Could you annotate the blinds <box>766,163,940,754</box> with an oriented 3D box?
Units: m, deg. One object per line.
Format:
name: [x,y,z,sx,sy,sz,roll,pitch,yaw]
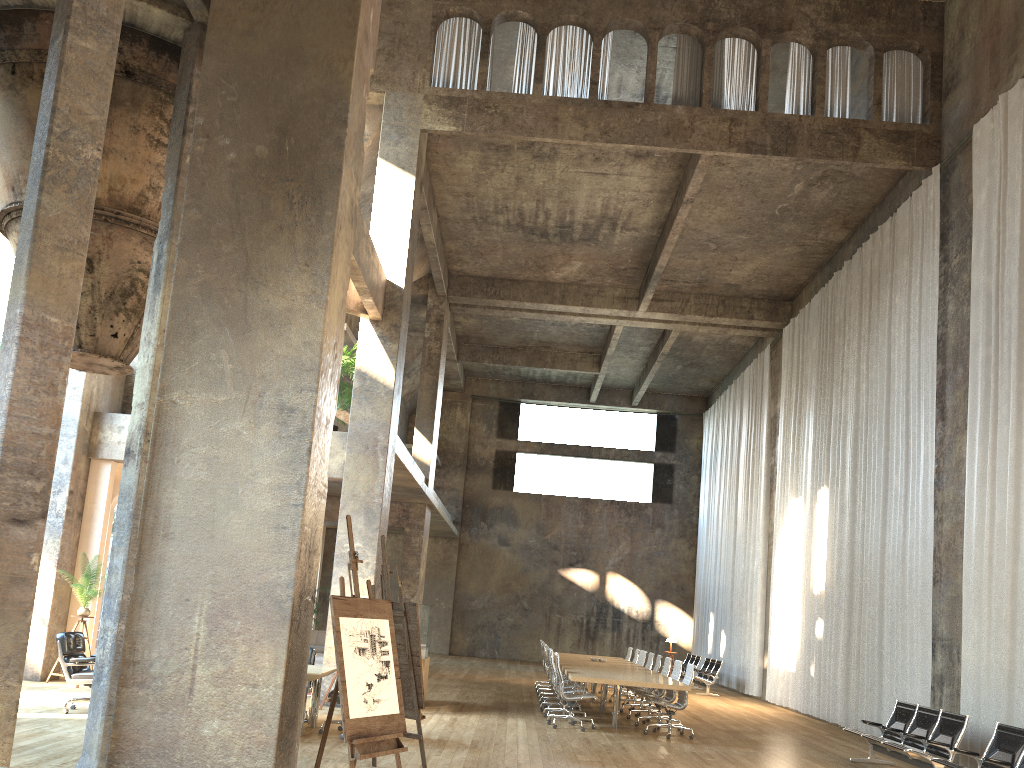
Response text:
blinds: [6.029,1.894,16.391,0.275,8.468,8.005,5,-11,2]

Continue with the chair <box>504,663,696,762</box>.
chair: [-0.597,4.245,12.510,12.947,1.010,32.241,4,-15,1]

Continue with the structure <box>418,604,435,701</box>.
structure: [-1.614,4.223,13.789,0.594,1.517,0.758,5,-9,1]

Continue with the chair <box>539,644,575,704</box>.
chair: [0.851,5.261,15.951,0.698,1.005,0.680,3,-10,9]

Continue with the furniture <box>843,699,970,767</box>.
furniture: [4.619,4.229,10.449,0.708,0.823,1.915,5,-13,1]

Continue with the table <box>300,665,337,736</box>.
table: [-3.305,3.531,10.062,2.409,0.686,1.130,5,-13,1]

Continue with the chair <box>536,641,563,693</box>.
chair: [0.853,5.734,17.754,0.698,1.005,0.680,4,-10,5]

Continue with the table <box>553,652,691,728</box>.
table: [1.571,5.327,15.467,1.600,0.742,7.895,5,-15,1]

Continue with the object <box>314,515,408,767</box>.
object: [-1.032,1.962,6.015,0.684,2.104,0.715,1,-9,27]

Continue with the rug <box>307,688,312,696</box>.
rug: [-4.063,4.906,14.232,2.461,0.009,1.378,5,-15,1]

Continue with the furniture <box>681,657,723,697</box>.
furniture: [4.604,7.146,21.591,0.708,0.823,1.915,5,-13,1]

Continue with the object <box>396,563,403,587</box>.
object: [-1.574,3.729,12.938,0.684,2.104,0.715,5,-8,0]

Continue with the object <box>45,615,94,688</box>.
object: [-6.127,3.779,12.437,0.666,0.953,0.576,12,-11,-34]

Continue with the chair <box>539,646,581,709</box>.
chair: [0.845,5.032,15.077,0.698,1.005,0.680,4,-10,7]

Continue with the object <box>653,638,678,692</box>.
object: [3.483,6.385,19.882,0.571,1.271,0.671,-1,-11,34]

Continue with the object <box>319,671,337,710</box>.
object: [-2.311,3.859,12.104,0.570,1.271,0.672,5,-9,1]

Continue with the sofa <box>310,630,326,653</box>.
sofa: [-4.620,6.355,21.310,2.067,0.707,1.096,5,-12,1]

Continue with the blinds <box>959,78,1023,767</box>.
blinds: [5.998,-0.356,7.812,0.275,8.468,8.005,5,-11,2]

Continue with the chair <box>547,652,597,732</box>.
chair: [0.874,4.344,12.443,0.698,1.005,0.680,4,-10,7]

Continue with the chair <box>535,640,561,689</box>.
chair: [0.858,5.981,18.695,0.698,1.005,0.680,4,-10,7]

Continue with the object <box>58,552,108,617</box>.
object: [-6.109,2.852,12.550,0.689,0.921,0.876,6,-11,-8]

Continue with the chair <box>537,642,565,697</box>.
chair: [0.851,5.495,16.843,0.698,1.005,0.680,4,-10,7]

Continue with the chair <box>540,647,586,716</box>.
chair: [0.836,4.789,14.151,0.699,1.005,0.679,5,-10,1]

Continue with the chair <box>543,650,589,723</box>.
chair: [0.841,4.566,13.301,0.698,1.005,0.680,3,-10,9]

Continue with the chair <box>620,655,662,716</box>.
chair: [2.239,5.170,15.155,0.698,1.005,0.680,3,-10,9]

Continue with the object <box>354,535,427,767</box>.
object: [-1.131,2.445,7.892,0.702,2.104,0.697,0,-10,33]

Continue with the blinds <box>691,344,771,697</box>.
blinds: [6.060,4.151,24.997,0.275,8.468,8.002,5,-11,0]

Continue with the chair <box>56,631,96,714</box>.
chair: [-4.782,3.320,10.098,0.821,0.875,0.745,6,-10,-4]

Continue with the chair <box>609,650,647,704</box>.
chair: [2.237,5.641,16.955,0.699,1.005,0.679,5,-10,1]

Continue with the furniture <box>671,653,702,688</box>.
furniture: [4.612,7.768,23.961,0.708,0.823,1.915,5,-13,1]

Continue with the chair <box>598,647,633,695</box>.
chair: [2.214,6.087,18.663,0.698,1.005,0.680,4,-10,7]

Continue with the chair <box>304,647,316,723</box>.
chair: [-2.795,3.667,10.782,0.730,0.874,0.839,6,-11,-5]

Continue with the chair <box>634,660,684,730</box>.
chair: [2.237,4.697,13.352,0.698,1.005,0.680,4,-10,5]

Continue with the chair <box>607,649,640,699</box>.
chair: [2.240,5.864,17.805,0.698,1.005,0.680,3,-10,9]

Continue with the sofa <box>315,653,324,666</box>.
sofa: [-4.634,5.260,17.138,2.063,0.707,2.997,5,-14,1]

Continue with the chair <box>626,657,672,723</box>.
chair: [2.239,4.936,14.263,0.698,1.005,0.680,4,-10,7]

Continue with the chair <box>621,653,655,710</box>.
chair: [2.245,5.399,16.029,0.698,1.005,0.680,4,-10,7]

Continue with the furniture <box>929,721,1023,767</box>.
furniture: [4.610,3.608,8.079,0.708,0.823,1.915,5,-13,1]

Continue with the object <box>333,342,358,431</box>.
object: [-2.848,0.061,14.387,1.400,1.773,1.387,4,-10,7]

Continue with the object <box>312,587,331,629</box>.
object: [-5.433,6.105,22.747,1.400,1.776,1.387,4,-10,7]

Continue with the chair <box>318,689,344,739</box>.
chair: [-1.749,3.561,10.040,0.821,0.875,0.745,5,-10,-3]
